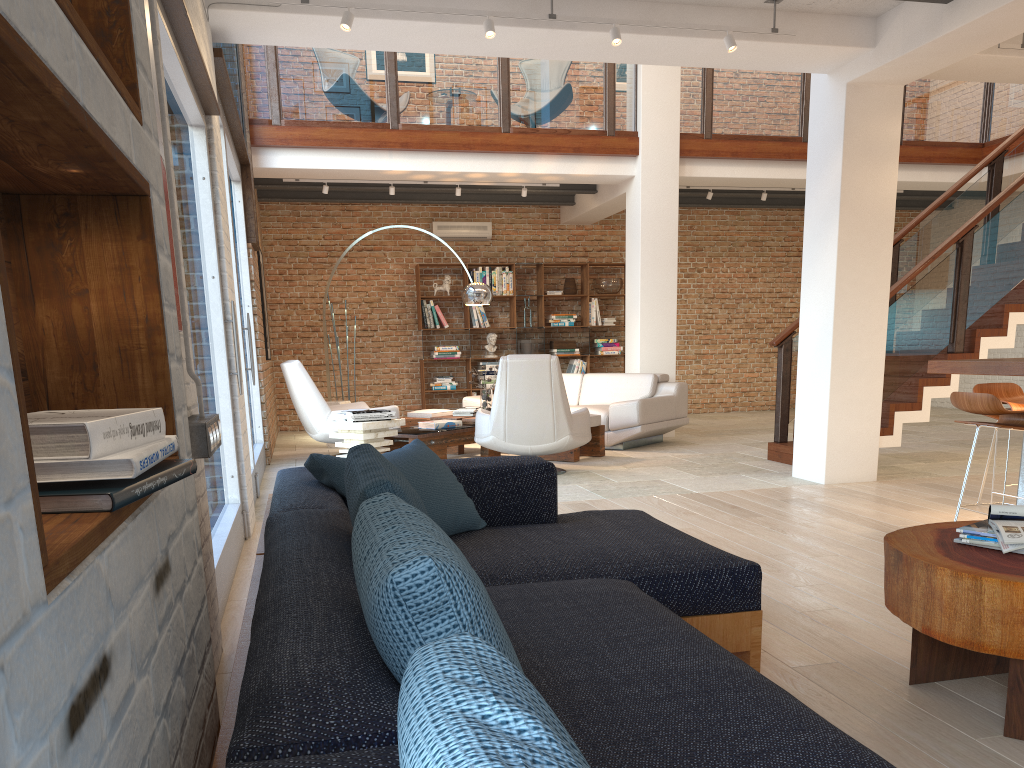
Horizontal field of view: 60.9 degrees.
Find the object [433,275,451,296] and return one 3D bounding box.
[{"bbox_3d":[-0.950,-1.340,11.854,0.251,0.291,0.126,-2,11,-5],"label":"object"}]

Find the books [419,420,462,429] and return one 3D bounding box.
[{"bbox_3d":[-0.670,0.376,8.135,0.322,0.058,0.252,-4,4,-43],"label":"books"}]

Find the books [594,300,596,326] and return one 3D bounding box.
[{"bbox_3d":[1.146,-1.012,12.473,0.020,0.369,0.264,-4,9,-14],"label":"books"}]

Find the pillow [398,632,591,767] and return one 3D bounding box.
[{"bbox_3d":[0.121,0.441,0.371,0.243,0.408,1.082,-4,4,-15],"label":"pillow"}]

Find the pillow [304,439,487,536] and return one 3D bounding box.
[{"bbox_3d":[-0.389,0.377,2.964,0.374,0.337,0.554,4,7,37],"label":"pillow"}]

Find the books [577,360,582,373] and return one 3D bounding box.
[{"bbox_3d":[0.929,-0.164,12.602,0.097,0.365,0.264,-4,9,-13],"label":"books"}]

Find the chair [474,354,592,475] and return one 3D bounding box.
[{"bbox_3d":[0.161,0.262,7.305,1.027,1.045,0.945,-1,8,3],"label":"chair"}]

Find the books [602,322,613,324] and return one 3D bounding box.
[{"bbox_3d":[1.378,-0.876,12.544,0.132,0.035,0.201,-2,3,-3],"label":"books"}]

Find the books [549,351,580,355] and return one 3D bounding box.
[{"bbox_3d":[0.747,-0.444,12.516,0.378,0.037,0.239,-2,3,-18],"label":"books"}]

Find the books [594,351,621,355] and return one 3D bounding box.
[{"bbox_3d":[1.380,-0.451,12.647,0.326,0.057,0.249,-2,3,-11],"label":"books"}]

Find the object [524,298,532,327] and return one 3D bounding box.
[{"bbox_3d":[0.217,-0.997,12.201,0.121,0.411,0.060,-3,12,-10],"label":"object"}]

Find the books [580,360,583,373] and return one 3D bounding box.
[{"bbox_3d":[0.947,-0.162,12.616,0.097,0.365,0.264,-4,9,-13],"label":"books"}]

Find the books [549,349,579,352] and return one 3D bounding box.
[{"bbox_3d":[0.741,-0.480,12.472,0.379,0.037,0.239,-2,3,-14],"label":"books"}]

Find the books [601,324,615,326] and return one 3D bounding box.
[{"bbox_3d":[1.383,-0.850,12.565,0.171,0.019,0.231,-2,2,-5],"label":"books"}]

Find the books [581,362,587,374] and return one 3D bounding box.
[{"bbox_3d":[0.994,-0.155,12.614,0.116,0.343,0.248,-4,9,-13],"label":"books"}]

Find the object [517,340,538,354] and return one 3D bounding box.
[{"bbox_3d":[0.223,-0.502,12.327,0.335,0.240,0.277,-3,7,-13],"label":"object"}]

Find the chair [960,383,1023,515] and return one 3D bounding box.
[{"bbox_3d":[3.014,0.389,5.280,0.404,0.797,0.410,-4,10,-13],"label":"chair"}]

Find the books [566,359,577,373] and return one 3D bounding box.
[{"bbox_3d":[0.833,-0.169,12.592,0.163,0.383,0.237,-4,10,-13],"label":"books"}]

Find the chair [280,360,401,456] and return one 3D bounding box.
[{"bbox_3d":[-1.736,0.256,8.647,0.975,1.027,1.007,-6,9,-29],"label":"chair"}]

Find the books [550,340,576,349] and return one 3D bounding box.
[{"bbox_3d":[0.726,-0.558,12.461,0.334,0.122,0.208,-2,5,-13],"label":"books"}]

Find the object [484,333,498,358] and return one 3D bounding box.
[{"bbox_3d":[-0.295,-0.543,12.223,0.196,0.360,0.187,-1,10,2],"label":"object"}]

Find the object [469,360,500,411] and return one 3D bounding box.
[{"bbox_3d":[-0.137,0.021,8.619,0.534,0.624,0.312,-9,12,-41],"label":"object"}]

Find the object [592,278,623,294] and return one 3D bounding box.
[{"bbox_3d":[1.363,-1.382,12.426,0.437,0.225,0.426,1,5,28],"label":"object"}]

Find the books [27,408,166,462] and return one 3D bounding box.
[{"bbox_3d":[-0.451,0.049,0.880,0.132,0.035,0.201,-2,3,-3],"label":"books"}]

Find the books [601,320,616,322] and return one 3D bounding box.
[{"bbox_3d":[1.384,-0.903,12.544,0.170,0.019,0.231,-2,2,-10],"label":"books"}]

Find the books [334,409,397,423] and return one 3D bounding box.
[{"bbox_3d":[-1.247,0.255,7.248,0.386,0.081,0.559,-3,3,-29],"label":"books"}]

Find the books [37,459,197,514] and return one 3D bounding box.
[{"bbox_3d":[-0.440,0.102,0.889,0.162,0.017,0.246,-2,2,-3],"label":"books"}]

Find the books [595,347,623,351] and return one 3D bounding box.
[{"bbox_3d":[1.404,-0.509,12.640,0.325,0.057,0.249,-2,3,-18],"label":"books"}]

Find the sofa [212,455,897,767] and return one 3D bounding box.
[{"bbox_3d":[0.561,0.649,1.677,2.074,0.678,3.864,-2,3,-14],"label":"sofa"}]

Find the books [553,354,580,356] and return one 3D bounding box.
[{"bbox_3d":[0.765,-0.415,12.512,0.355,0.021,0.266,-2,2,-15],"label":"books"}]

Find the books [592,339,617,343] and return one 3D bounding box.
[{"bbox_3d":[1.338,-0.620,12.612,0.326,0.057,0.249,-2,3,-3],"label":"books"}]

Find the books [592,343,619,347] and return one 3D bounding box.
[{"bbox_3d":[1.356,-0.564,12.628,0.326,0.057,0.249,-2,3,-13],"label":"books"}]

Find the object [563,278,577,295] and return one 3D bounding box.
[{"bbox_3d":[0.816,-1.367,12.256,0.191,0.239,0.189,4,10,34],"label":"object"}]

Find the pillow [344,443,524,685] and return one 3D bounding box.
[{"bbox_3d":[-0.180,0.373,1.653,0.254,0.427,1.185,-4,4,-14],"label":"pillow"}]

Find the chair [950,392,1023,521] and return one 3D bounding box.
[{"bbox_3d":[2.549,0.427,4.634,0.422,0.797,0.392,-4,11,-13],"label":"chair"}]

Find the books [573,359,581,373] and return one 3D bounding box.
[{"bbox_3d":[0.879,-0.170,12.579,0.161,0.383,0.237,-4,10,-13],"label":"books"}]

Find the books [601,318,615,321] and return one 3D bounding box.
[{"bbox_3d":[1.377,-0.929,12.532,0.132,0.035,0.202,-3,3,-23],"label":"books"}]

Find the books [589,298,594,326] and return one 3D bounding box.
[{"bbox_3d":[1.121,-1.024,12.455,0.036,0.394,0.237,-4,10,-14],"label":"books"}]

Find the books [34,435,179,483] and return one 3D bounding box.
[{"bbox_3d":[-0.450,0.076,0.893,0.170,0.019,0.231,-2,2,-11],"label":"books"}]

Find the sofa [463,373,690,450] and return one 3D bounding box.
[{"bbox_3d":[0.677,0.273,9.737,2.314,0.778,1.122,1,6,36],"label":"sofa"}]
